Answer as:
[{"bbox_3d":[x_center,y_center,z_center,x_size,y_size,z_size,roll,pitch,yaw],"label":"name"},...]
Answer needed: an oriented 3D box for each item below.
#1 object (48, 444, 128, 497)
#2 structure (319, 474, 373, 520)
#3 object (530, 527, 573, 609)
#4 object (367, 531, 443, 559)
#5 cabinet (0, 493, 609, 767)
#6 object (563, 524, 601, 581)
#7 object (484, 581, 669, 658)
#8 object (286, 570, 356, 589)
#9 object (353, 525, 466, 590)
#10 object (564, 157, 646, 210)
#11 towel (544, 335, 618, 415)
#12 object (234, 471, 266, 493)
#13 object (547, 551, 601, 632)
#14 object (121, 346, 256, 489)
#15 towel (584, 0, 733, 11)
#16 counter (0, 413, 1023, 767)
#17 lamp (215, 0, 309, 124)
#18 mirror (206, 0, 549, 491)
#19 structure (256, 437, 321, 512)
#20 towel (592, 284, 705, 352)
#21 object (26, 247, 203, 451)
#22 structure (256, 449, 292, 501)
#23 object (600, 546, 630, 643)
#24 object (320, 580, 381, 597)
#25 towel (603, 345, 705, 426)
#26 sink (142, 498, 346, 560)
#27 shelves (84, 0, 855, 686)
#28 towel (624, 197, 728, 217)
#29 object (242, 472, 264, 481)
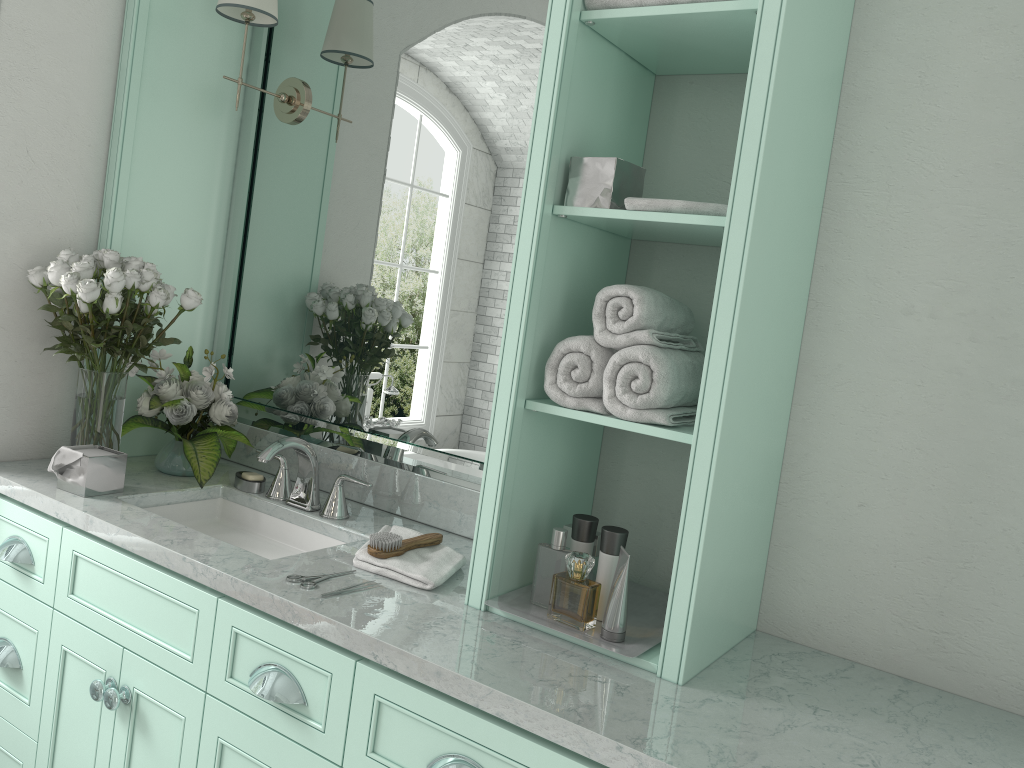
[{"bbox_3d":[-1.136,0.226,2.360,0.136,0.112,0.147,10,5,28],"label":"object"},{"bbox_3d":[-0.449,0.311,2.441,0.157,0.121,0.083,9,4,17],"label":"structure"},{"bbox_3d":[0.092,0.393,1.893,0.093,0.169,0.035,10,4,32],"label":"object"},{"bbox_3d":[-0.248,0.378,2.131,0.068,0.044,0.228,12,7,41],"label":"object"},{"bbox_3d":[-0.206,1.038,2.061,2.807,1.095,0.862,11,5,33],"label":"cabinet"},{"bbox_3d":[0.153,0.402,1.995,0.093,0.151,0.035,11,4,35],"label":"object"},{"bbox_3d":[0.199,0.488,1.934,0.351,0.008,0.438,11,6,32],"label":"object"},{"bbox_3d":[-0.421,0.419,1.943,0.075,0.007,0.175,10,6,24],"label":"object"},{"bbox_3d":[-0.249,0.409,2.111,0.318,0.056,0.239,11,6,29],"label":"object"},{"bbox_3d":[0.197,-0.415,1.874,0.118,0.105,0.122,11,5,38],"label":"object"},{"bbox_3d":[0.206,-0.025,1.938,0.154,0.162,0.311,11,5,32],"label":"towel"},{"bbox_3d":[-0.778,0.291,2.630,0.079,0.035,0.134,4,6,-39],"label":"object"},{"bbox_3d":[0.131,0.418,1.817,0.093,0.147,0.063,11,4,38],"label":"object"},{"bbox_3d":[-0.977,0.078,2.703,0.454,0.402,0.394,11,5,34],"label":"object"},{"bbox_3d":[0.443,-0.775,1.934,0.401,0.068,0.493,11,6,32],"label":"towel"},{"bbox_3d":[-0.107,0.410,2.047,2.816,0.181,0.823,11,6,33],"label":"counter"},{"bbox_3d":[-0.770,-1.069,2.725,0.184,0.487,0.308,10,4,31],"label":"lamp"},{"bbox_3d":[-0.314,-0.737,2.591,1.441,1.929,0.015,10,4,33],"label":"mirror"},{"bbox_3d":[-0.602,0.247,2.434,0.103,0.204,0.234,9,4,22],"label":"structure"},{"bbox_3d":[0.296,-0.135,1.902,0.169,0.142,0.298,11,5,32],"label":"towel"},{"bbox_3d":[-1.155,-0.056,2.514,0.357,0.652,0.391,11,5,44],"label":"object"},{"bbox_3d":[-0.700,0.263,2.580,0.157,0.121,0.083,9,4,17],"label":"structure"},{"bbox_3d":[0.213,0.418,1.762,0.050,0.179,0.049,10,4,35],"label":"object"},{"bbox_3d":[-0.343,0.435,1.885,0.020,0.005,0.167,12,6,37],"label":"object"},{"bbox_3d":[0.320,-0.001,1.861,0.161,0.159,0.304,11,5,32],"label":"towel"},{"bbox_3d":[-0.713,0.418,2.325,0.604,0.079,0.346,11,6,33],"label":"sink"},{"bbox_3d":[0.099,-0.591,2.086,2.818,2.119,0.464,11,4,33],"label":"shelves"},{"bbox_3d":[0.398,-0.349,1.837,0.240,0.056,0.317,11,6,29],"label":"towel"},{"bbox_3d":[-0.765,0.273,2.613,0.051,0.022,0.077,4,6,-37],"label":"object"}]
